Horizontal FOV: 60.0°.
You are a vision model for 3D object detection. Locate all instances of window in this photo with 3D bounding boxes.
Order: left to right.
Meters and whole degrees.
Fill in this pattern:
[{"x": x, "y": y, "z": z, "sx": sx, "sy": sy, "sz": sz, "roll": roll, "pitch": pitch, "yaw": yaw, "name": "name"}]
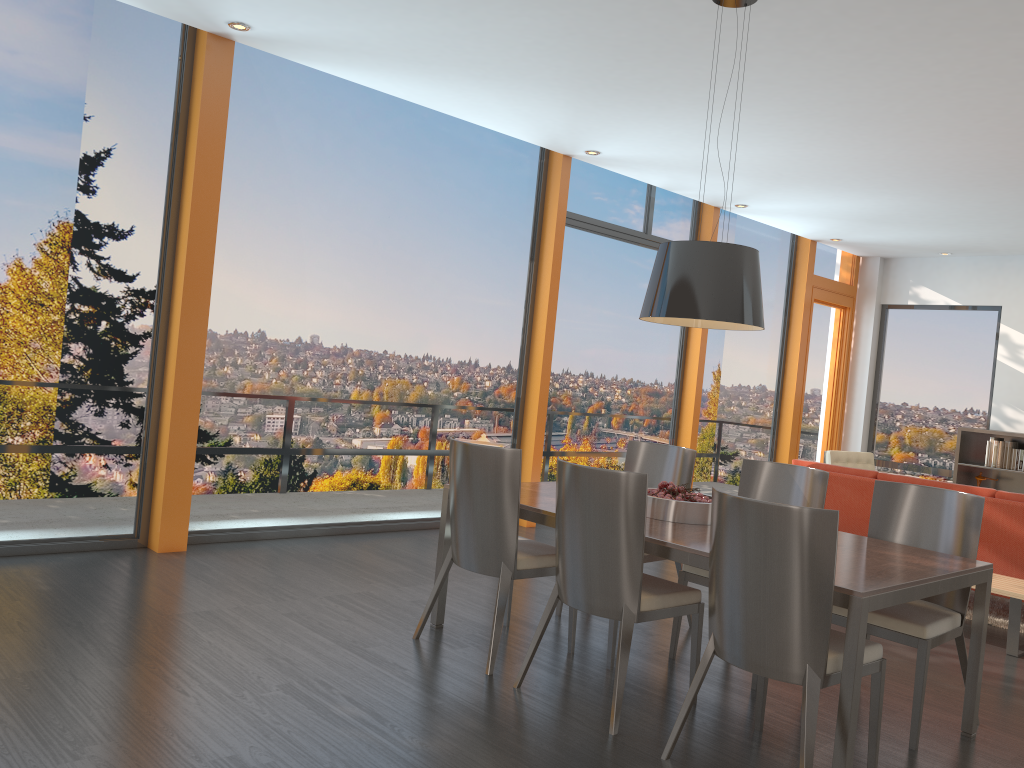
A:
[{"x": -2.707, "y": -0.712, "z": 4.906, "sx": 1.661, "sy": 3.346, "sz": 0.070, "roll": 5, "pitch": 1, "yaw": -43, "name": "window"}, {"x": -0.913, "y": -0.563, "z": 6.590, "sx": 2.923, "sy": 3.346, "sz": 0.070, "roll": 5, "pitch": 1, "yaw": -43, "name": "window"}, {"x": 0.995, "y": -0.405, "z": 8.381, "sx": 2.103, "sy": 3.346, "sz": 0.070, "roll": 5, "pitch": 1, "yaw": -43, "name": "window"}, {"x": 2.511, "y": -0.279, "z": 9.805, "sx": 1.843, "sy": 3.346, "sz": 0.070, "roll": 5, "pitch": 1, "yaw": -43, "name": "window"}, {"x": 3.748, "y": -0.175, "z": 10.835, "sx": 1.156, "sy": 3.346, "sz": 0.211, "roll": 5, "pitch": 1, "yaw": -43, "name": "window"}, {"x": 5.056, "y": -0.040, "z": 10.645, "sx": 0.065, "sy": 3.340, "sz": 1.410, "roll": 5, "pitch": 1, "yaw": -43, "name": "window"}]

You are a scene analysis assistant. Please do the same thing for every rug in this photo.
[{"x": 3.836, "y": 1.574, "z": 6.923, "sx": 2.983, "sy": 0.043, "sz": 3.774, "roll": 5, "pitch": 1, "yaw": -43, "name": "rug"}]

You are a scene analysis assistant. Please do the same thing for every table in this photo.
[{"x": 0.780, "y": 0.996, "z": 4.020, "sx": 1.171, "sy": 0.764, "sz": 2.152, "roll": 5, "pitch": 1, "yaw": -43, "name": "table"}]

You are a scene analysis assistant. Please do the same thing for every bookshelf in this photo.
[{"x": 6.171, "y": 1.196, "z": 8.645, "sx": 0.570, "sy": 1.163, "sz": 3.389, "roll": 5, "pitch": 1, "yaw": -43, "name": "bookshelf"}]

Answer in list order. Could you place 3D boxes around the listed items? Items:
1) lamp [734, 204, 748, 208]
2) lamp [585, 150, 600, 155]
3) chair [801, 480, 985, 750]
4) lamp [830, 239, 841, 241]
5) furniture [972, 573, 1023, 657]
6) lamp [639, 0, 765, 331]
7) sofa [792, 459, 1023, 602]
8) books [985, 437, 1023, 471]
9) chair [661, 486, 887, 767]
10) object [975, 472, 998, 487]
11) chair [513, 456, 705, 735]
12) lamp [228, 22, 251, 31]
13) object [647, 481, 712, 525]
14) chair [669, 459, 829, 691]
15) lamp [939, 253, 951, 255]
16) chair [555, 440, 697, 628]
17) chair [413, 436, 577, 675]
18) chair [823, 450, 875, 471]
[{"x": 2.270, "y": -1.762, "z": 8.789, "sx": 0.129, "sy": 0.010, "sz": 0.129, "roll": 6, "pitch": 1, "yaw": 2, "name": "lamp"}, {"x": 0.659, "y": -1.896, "z": 7.277, "sx": 0.129, "sy": 0.010, "sz": 0.129, "roll": 6, "pitch": 1, "yaw": 2, "name": "lamp"}, {"x": 1.663, "y": 0.932, "z": 3.798, "sx": 0.614, "sy": 0.967, "sz": 0.548, "roll": 5, "pitch": 1, "yaw": -43, "name": "chair"}, {"x": 3.695, "y": -1.644, "z": 10.127, "sx": 0.129, "sy": 0.010, "sz": 0.129, "roll": 6, "pitch": 1, "yaw": 2, "name": "lamp"}, {"x": 2.461, "y": 1.287, "z": 5.572, "sx": 0.492, "sy": 0.357, "sz": 2.006, "roll": 5, "pitch": 1, "yaw": -43, "name": "furniture"}, {"x": 0.944, "y": -1.060, "z": 4.061, "sx": 0.567, "sy": 1.580, "sz": 0.567, "roll": 5, "pitch": 1, "yaw": -14, "name": "lamp"}, {"x": 3.059, "y": 1.086, "z": 6.197, "sx": 1.037, "sy": 0.852, "sz": 2.598, "roll": 5, "pitch": 1, "yaw": -43, "name": "sofa"}, {"x": 5.390, "y": 0.744, "z": 9.380, "sx": 0.324, "sy": 0.339, "sz": 0.592, "roll": 5, "pitch": 1, "yaw": -43, "name": "books"}, {"x": 0.951, "y": 0.873, "z": 3.100, "sx": 0.614, "sy": 0.967, "sz": 0.548, "roll": 5, "pitch": 1, "yaw": -43, "name": "chair"}, {"x": 5.132, "y": 1.106, "z": 9.696, "sx": 0.201, "sy": 0.290, "sz": 0.245, "roll": 5, "pitch": 1, "yaw": -23, "name": "object"}, {"x": 0.431, "y": 0.813, "z": 3.659, "sx": 0.614, "sy": 0.967, "sz": 0.548, "roll": 5, "pitch": 1, "yaw": -43, "name": "chair"}, {"x": -1.588, "y": -2.082, "z": 5.168, "sx": 0.129, "sy": 0.010, "sz": 0.129, "roll": 6, "pitch": 1, "yaw": 2, "name": "lamp"}, {"x": 0.771, "y": 0.532, "z": 4.097, "sx": 0.427, "sy": 0.154, "sz": 0.427, "roll": 6, "pitch": 1, "yaw": 1, "name": "object"}, {"x": 1.189, "y": 0.877, "z": 4.308, "sx": 0.614, "sy": 0.967, "sz": 0.548, "roll": 5, "pitch": 1, "yaw": -43, "name": "chair"}, {"x": 5.044, "y": -1.515, "z": 10.329, "sx": 0.129, "sy": 0.010, "sz": 0.129, "roll": 6, "pitch": 1, "yaw": 2, "name": "lamp"}, {"x": 0.669, "y": 0.817, "z": 4.867, "sx": 0.614, "sy": 0.967, "sz": 0.548, "roll": 5, "pitch": 1, "yaw": -43, "name": "chair"}, {"x": -0.043, "y": 0.758, "z": 4.169, "sx": 0.614, "sy": 0.967, "sz": 0.548, "roll": 5, "pitch": 1, "yaw": -43, "name": "chair"}, {"x": 3.450, "y": 1.091, "z": 8.551, "sx": 0.699, "sy": 0.817, "sz": 0.707, "roll": 5, "pitch": 1, "yaw": -33, "name": "chair"}]
